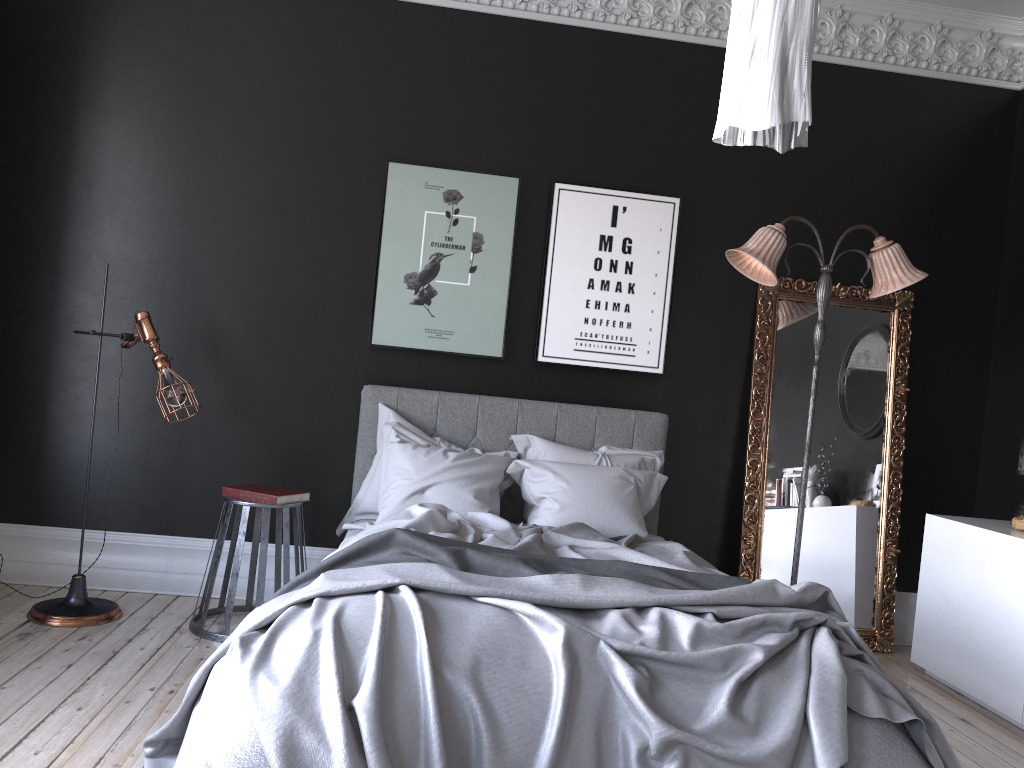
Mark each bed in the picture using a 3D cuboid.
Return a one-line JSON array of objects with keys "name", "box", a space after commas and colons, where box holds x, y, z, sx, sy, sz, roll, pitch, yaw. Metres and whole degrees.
[{"name": "bed", "box": [0.044, 0.732, 3.664, 2.767, 1.298, 3.281, 6, 0, -18]}]

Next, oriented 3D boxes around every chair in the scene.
[{"name": "chair", "box": [-1.307, 0.921, 4.563, 0.613, 0.673, 0.614, 6, 1, 38]}]

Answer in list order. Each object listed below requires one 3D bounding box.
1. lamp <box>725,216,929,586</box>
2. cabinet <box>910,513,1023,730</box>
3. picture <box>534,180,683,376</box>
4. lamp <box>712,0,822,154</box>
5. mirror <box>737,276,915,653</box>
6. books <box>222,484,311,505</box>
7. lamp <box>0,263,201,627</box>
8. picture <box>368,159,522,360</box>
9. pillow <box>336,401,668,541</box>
[{"name": "lamp", "box": [1.593, 0.325, 4.770, 0.985, 2.412, 0.773, 6, 1, 26]}, {"name": "cabinet", "box": [2.700, 1.203, 3.839, 0.570, 0.882, 2.395, 6, 0, -6]}, {"name": "picture", "box": [0.575, -0.621, 5.250, 0.792, 1.079, 0.014, 6, 1, -6]}, {"name": "lamp", "box": [0.561, -1.457, 1.611, 0.781, 2.049, 0.784, 6, 1, 37]}, {"name": "mirror", "box": [1.893, 0.472, 5.342, 0.991, 2.192, 0.254, 6, 1, -6]}, {"name": "books", "box": [-1.261, 0.565, 4.558, 0.346, 0.045, 0.275, 6, 0, 24]}, {"name": "lamp", "box": [-2.317, 0.260, 4.590, 1.716, 1.779, 0.437, 6, 1, 32]}, {"name": "picture", "box": [-0.385, -0.716, 5.142, 0.792, 1.079, 0.014, 6, 1, -6]}, {"name": "pillow", "box": [-0.001, 0.546, 4.772, 1.830, 0.760, 0.680, 6, 0, -7]}]
